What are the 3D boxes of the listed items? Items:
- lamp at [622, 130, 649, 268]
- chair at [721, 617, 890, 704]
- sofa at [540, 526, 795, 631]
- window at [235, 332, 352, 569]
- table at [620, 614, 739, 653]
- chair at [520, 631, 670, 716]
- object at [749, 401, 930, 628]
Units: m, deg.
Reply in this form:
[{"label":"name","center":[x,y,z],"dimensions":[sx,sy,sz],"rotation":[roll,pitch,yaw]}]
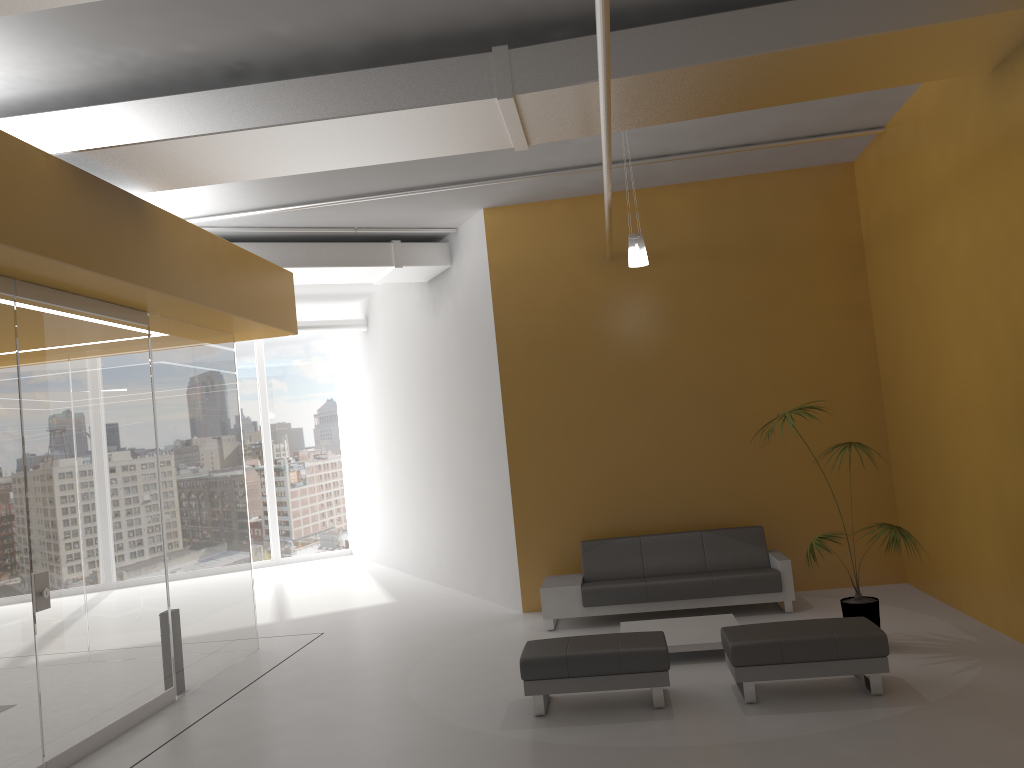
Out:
[{"label":"lamp","center":[1.033,-1.632,7.688],"dimensions":[0.174,1.227,0.174],"rotation":[-2,-5,-42]},{"label":"chair","center":[1.984,1.872,6.055],"dimensions":[1.012,0.423,0.575],"rotation":[-6,-4,6]},{"label":"sofa","center":[1.505,1.928,8.882],"dimensions":[2.400,0.761,0.860],"rotation":[-6,-4,6]},{"label":"window","center":[-5.893,1.236,16.062],"dimensions":[8.533,4.498,0.100],"rotation":[-4,-4,-24]},{"label":"table","center":[1.428,2.155,7.484],"dimensions":[1.000,0.150,1.000],"rotation":[-6,-4,6]},{"label":"chair","center":[0.594,2.021,6.229],"dimensions":[1.012,0.423,0.575],"rotation":[-6,-4,6]},{"label":"object","center":[2.558,1.101,6.965],"dimensions":[0.912,1.956,1.222],"rotation":[-2,-5,-43]}]
